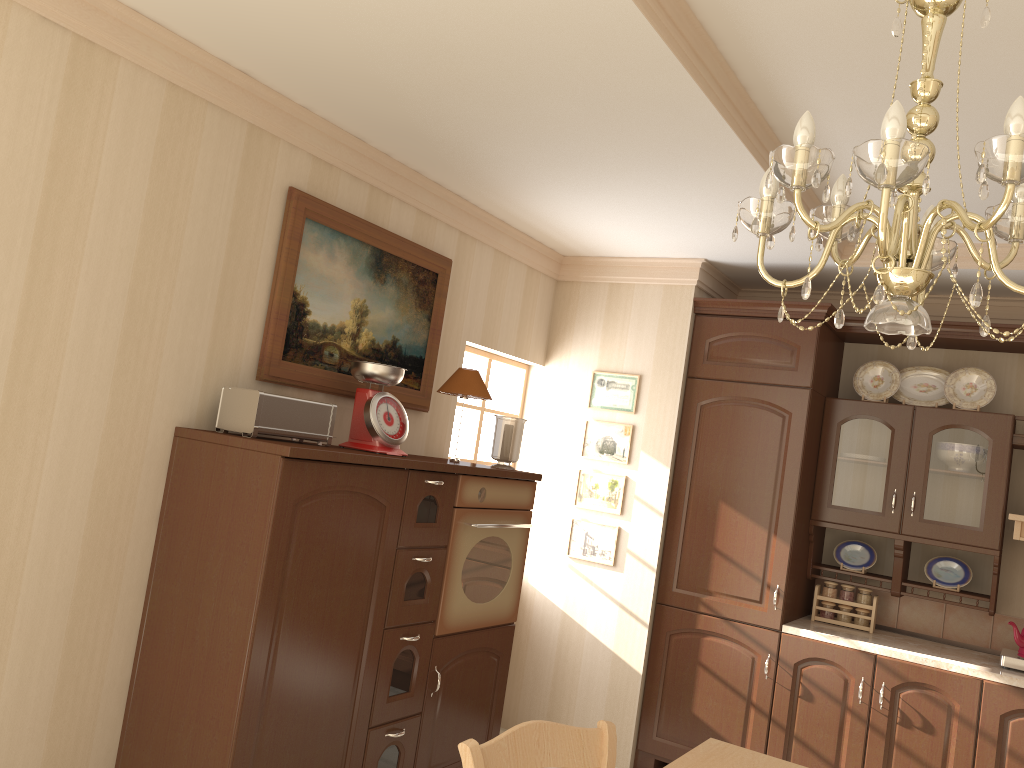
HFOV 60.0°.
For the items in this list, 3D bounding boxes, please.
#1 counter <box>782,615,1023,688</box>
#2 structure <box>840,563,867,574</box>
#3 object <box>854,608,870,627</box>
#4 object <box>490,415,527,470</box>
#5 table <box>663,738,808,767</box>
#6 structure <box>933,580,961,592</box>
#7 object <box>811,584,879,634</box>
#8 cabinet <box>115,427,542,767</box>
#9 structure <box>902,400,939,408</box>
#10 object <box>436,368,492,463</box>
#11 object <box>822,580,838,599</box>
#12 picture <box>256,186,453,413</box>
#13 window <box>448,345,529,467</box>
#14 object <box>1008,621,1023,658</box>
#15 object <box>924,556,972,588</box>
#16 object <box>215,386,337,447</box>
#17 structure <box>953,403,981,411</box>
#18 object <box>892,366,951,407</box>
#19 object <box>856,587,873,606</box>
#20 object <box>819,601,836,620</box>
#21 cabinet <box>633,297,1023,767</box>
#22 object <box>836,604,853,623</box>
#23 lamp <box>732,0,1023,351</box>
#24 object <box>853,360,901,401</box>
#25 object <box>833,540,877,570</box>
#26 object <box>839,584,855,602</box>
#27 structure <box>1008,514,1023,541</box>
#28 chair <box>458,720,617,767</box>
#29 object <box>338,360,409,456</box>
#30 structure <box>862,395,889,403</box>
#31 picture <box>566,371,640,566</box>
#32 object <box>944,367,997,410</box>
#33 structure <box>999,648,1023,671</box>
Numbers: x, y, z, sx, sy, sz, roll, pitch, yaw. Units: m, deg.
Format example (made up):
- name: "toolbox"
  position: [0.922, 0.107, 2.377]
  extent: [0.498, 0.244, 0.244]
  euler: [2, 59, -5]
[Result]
- name: "counter"
  position: [2.012, 1.135, 2.805]
  extent: [2.603, 0.034, 2.422]
  euler: [6, -5, 31]
- name: "structure"
  position: [1.669, 0.850, 4.317]
  extent: [0.110, 0.126, 0.080]
  euler: [6, -5, 31]
- name: "object"
  position: [1.672, 1.115, 4.235]
  extent: [0.068, 0.088, 0.068]
  euler: [12, -6, -42]
- name: "object"
  position: [-0.022, 0.252, 3.786]
  extent: [0.144, 0.220, 0.144]
  euler: [7, -4, 15]
- name: "table"
  position: [0.439, 1.227, 1.367]
  extent: [0.900, 0.774, 1.567]
  euler: [6, -5, 31]
- name: "structure"
  position: [2.017, 0.886, 4.101]
  extent: [0.110, 0.126, 0.080]
  euler: [6, -5, 31]
- name: "object"
  position: [1.605, 1.079, 4.275]
  extent: [0.276, 0.170, 0.140]
  euler: [6, -5, 27]
- name: "cabinet"
  position: [-0.551, 0.928, 3.251]
  extent: [0.538, 1.349, 1.513]
  euler: [6, -5, 31]
- name: "structure"
  position: [1.970, 0.058, 4.262]
  extent: [0.154, 0.126, 0.080]
  euler: [6, -5, 31]
- name: "object"
  position: [-0.208, 0.130, 3.666]
  extent: [0.237, 0.388, 0.235]
  euler: [5, -6, 43]
- name: "object"
  position: [1.548, 1.000, 4.313]
  extent: [0.068, 0.088, 0.068]
  euler: [12, -6, -42]
- name: "picture"
  position: [-0.566, -0.282, 3.489]
  extent: [0.036, 0.687, 0.990]
  euler: [6, -5, 31]
- name: "window"
  position: [-0.201, 0.386, 4.474]
  extent: [0.050, 1.100, 0.765]
  euler: [6, -5, 31]
- name: "object"
  position: [2.216, 1.009, 3.698]
  extent: [0.227, 0.282, 0.181]
  euler: [12, -5, -35]
- name: "object"
  position: [2.020, 0.870, 4.107]
  extent: [0.202, 0.143, 0.071]
  euler: [6, -5, 29]
- name: "object"
  position: [-0.772, 0.113, 2.958]
  extent: [0.192, 0.150, 0.360]
  euler: [6, -5, 31]
- name: "structure"
  position: [2.113, 0.068, 4.111]
  extent: [0.110, 0.126, 0.080]
  euler: [6, -5, 31]
- name: "object"
  position: [1.981, 0.011, 4.269]
  extent: [0.342, 0.209, 0.073]
  euler: [6, -5, 33]
- name: "object"
  position: [1.687, 1.015, 4.242]
  extent: [0.068, 0.088, 0.068]
  euler: [12, -6, -42]
- name: "object"
  position: [1.533, 1.099, 4.306]
  extent: [0.068, 0.088, 0.068]
  euler: [12, -6, -42]
- name: "cabinet"
  position: [1.812, 0.777, 2.996]
  extent: [3.226, 2.313, 2.436]
  euler: [6, -5, 31]
- name: "object"
  position: [1.602, 1.107, 4.270]
  extent: [0.068, 0.088, 0.068]
  euler: [12, -6, -42]
- name: "lamp"
  position: [0.682, -0.563, 1.441]
  extent: [0.501, 0.982, 0.502]
  euler: [8, -4, 1]
- name: "object"
  position: [1.780, -0.017, 4.327]
  extent: [0.220, 0.210, 0.068]
  euler: [6, -5, 30]
- name: "object"
  position: [1.672, 0.834, 4.323]
  extent: [0.202, 0.143, 0.071]
  euler: [6, -5, 29]
- name: "object"
  position: [1.617, 1.008, 4.278]
  extent: [0.068, 0.088, 0.068]
  euler: [12, -6, -42]
- name: "structure"
  position: [2.576, 0.298, 3.756]
  extent: [0.753, 0.845, 0.455]
  euler: [6, -5, 31]
- name: "chair"
  position: [0.156, 1.179, 1.758]
  extent: [0.462, 0.846, 0.517]
  euler: [12, -6, -42]
- name: "object"
  position: [-0.503, 0.090, 3.274]
  extent: [0.263, 0.317, 0.218]
  euler: [6, -5, 35]
- name: "structure"
  position: [1.773, 0.033, 4.319]
  extent: [0.110, 0.126, 0.080]
  euler: [6, -5, 31]
- name: "picture"
  position: [0.463, 0.420, 4.516]
  extent: [0.268, 0.964, 0.010]
  euler: [6, -5, 31]
- name: "object"
  position: [2.124, 0.019, 4.116]
  extent: [0.220, 0.210, 0.068]
  euler: [6, -5, 30]
- name: "structure"
  position: [2.396, 1.197, 3.614]
  extent: [0.710, 0.054, 0.325]
  euler: [6, -5, 31]
